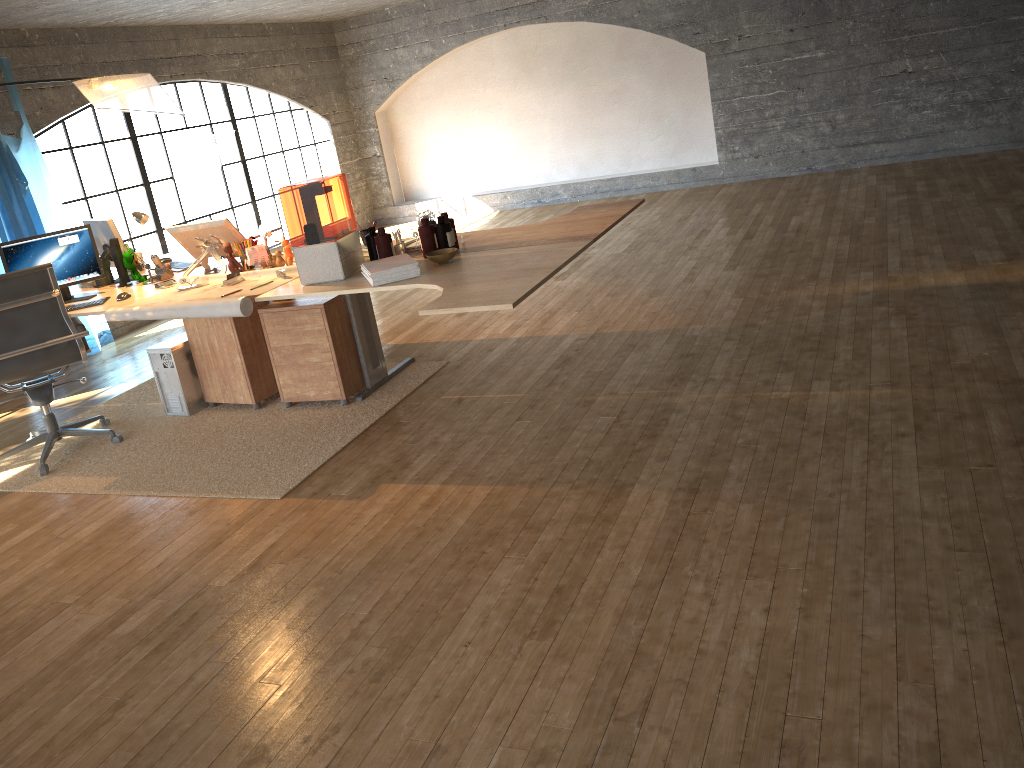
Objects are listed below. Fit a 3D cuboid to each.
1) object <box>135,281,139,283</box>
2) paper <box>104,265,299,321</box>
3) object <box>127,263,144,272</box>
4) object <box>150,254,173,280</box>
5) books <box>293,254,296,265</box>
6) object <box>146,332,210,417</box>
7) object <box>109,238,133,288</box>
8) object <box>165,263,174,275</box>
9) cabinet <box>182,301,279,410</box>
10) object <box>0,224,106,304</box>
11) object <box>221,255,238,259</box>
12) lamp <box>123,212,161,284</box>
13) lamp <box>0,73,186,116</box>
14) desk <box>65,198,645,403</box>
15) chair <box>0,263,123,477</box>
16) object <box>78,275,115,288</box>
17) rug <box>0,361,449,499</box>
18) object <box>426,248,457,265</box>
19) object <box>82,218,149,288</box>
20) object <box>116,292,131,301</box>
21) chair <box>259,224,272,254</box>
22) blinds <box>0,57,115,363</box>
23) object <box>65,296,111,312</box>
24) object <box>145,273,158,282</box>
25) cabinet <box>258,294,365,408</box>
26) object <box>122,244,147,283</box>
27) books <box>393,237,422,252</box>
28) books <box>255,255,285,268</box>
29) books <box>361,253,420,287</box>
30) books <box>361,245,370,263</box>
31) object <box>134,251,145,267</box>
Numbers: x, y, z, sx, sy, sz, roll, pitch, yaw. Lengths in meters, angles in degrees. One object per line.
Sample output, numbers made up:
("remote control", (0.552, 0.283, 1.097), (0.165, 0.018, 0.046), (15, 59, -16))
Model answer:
("object", (-2.155, -0.615, 5.174), (0.011, 0.011, 0.163), (-4, 20, 21))
("paper", (-1.496, -0.440, 4.376), (0.849, 0.111, 0.598), (-2, 21, 24))
("object", (-2.399, -0.736, 5.586), (0.155, 0.056, 0.138), (5, 24, 39))
("object", (-2.002, -0.669, 5.024), (0.082, 0.156, 0.086), (-7, 16, 14))
("books", (-1.085, -0.704, 4.791), (0.294, 0.053, 0.264), (-19, 20, -23))
("object", (-1.802, -0.094, 5.100), (0.200, 0.402, 0.493), (-2, 19, 29))
("object", (-2.257, -0.697, 5.063), (0.085, 0.271, 0.086), (-16, 15, -18))
("object", (-1.986, -0.661, 5.116), (0.035, 0.077, 0.099), (-15, 18, -16))
("cabinet", (-1.489, -0.200, 5.000), (0.425, 0.559, 0.485), (-1, 19, 32))
("object", (-2.520, -0.638, 4.865), (0.475, 0.382, 0.289), (-18, 18, -24))
("object", (-1.739, -0.767, 5.766), (0.303, 0.236, 0.372), (-18, 19, -23))
("lamp", (-2.105, -0.773, 5.002), (0.207, 0.400, 0.108), (0, 18, 35))
("lamp", (-4.506, 0.010, 3.953), (6.287, 1.891, 0.391), (-17, 16, -19))
("desk", (-1.157, -0.244, 4.701), (3.462, 0.721, 3.349), (-2, 20, 24))
("chair", (-2.535, -0.095, 4.591), (0.662, 0.992, 0.692), (-20, 18, -30))
("object", (-2.522, -0.624, 5.360), (0.204, 0.035, 0.210), (-3, 20, 22))
("rug", (-1.657, 0.204, 4.776), (2.196, 0.005, 1.645), (-2, 21, 24))
("object", (-0.313, -0.570, 3.988), (0.146, 0.053, 0.150), (-10, 18, 1))
("object", (-2.395, -0.799, 5.265), (0.291, 0.382, 0.473), (-23, 21, -38))
("object", (-2.047, -0.463, 4.646), (0.059, 0.033, 0.103), (-11, 18, 0))
("chair", (-1.689, -0.517, 5.589), (0.690, 0.839, 0.664), (-16, 17, -18))
("blinds", (-3.565, -1.199, 6.565), (0.260, 2.363, 0.879), (-2, 17, 32))
("object", (-2.385, -0.387, 4.641), (0.492, 0.011, 0.191), (-14, 19, -10))
("object", (-2.079, -0.626, 5.141), (0.131, 0.025, 0.135), (-2, 20, 24))
("cabinet", (-1.024, -0.207, 4.771), (0.425, 0.559, 0.438), (-4, 17, 22))
("object", (-2.187, -0.685, 5.078), (0.116, 0.215, 0.251), (-15, 17, -14))
("books", (-0.519, -0.736, 4.592), (0.317, 0.043, 0.315), (0, 21, 28))
("books", (-1.334, -0.710, 5.005), (0.214, 0.012, 0.339), (-7, 19, 11))
("books", (-0.544, -0.509, 3.920), (0.222, 0.057, 0.316), (-15, 19, -13))
("books", (-0.705, -0.655, 4.422), (0.229, 0.068, 0.182), (1, 22, 31))
("object", (-2.420, -0.801, 5.717), (0.108, 0.098, 0.085), (1, 20, 34))
